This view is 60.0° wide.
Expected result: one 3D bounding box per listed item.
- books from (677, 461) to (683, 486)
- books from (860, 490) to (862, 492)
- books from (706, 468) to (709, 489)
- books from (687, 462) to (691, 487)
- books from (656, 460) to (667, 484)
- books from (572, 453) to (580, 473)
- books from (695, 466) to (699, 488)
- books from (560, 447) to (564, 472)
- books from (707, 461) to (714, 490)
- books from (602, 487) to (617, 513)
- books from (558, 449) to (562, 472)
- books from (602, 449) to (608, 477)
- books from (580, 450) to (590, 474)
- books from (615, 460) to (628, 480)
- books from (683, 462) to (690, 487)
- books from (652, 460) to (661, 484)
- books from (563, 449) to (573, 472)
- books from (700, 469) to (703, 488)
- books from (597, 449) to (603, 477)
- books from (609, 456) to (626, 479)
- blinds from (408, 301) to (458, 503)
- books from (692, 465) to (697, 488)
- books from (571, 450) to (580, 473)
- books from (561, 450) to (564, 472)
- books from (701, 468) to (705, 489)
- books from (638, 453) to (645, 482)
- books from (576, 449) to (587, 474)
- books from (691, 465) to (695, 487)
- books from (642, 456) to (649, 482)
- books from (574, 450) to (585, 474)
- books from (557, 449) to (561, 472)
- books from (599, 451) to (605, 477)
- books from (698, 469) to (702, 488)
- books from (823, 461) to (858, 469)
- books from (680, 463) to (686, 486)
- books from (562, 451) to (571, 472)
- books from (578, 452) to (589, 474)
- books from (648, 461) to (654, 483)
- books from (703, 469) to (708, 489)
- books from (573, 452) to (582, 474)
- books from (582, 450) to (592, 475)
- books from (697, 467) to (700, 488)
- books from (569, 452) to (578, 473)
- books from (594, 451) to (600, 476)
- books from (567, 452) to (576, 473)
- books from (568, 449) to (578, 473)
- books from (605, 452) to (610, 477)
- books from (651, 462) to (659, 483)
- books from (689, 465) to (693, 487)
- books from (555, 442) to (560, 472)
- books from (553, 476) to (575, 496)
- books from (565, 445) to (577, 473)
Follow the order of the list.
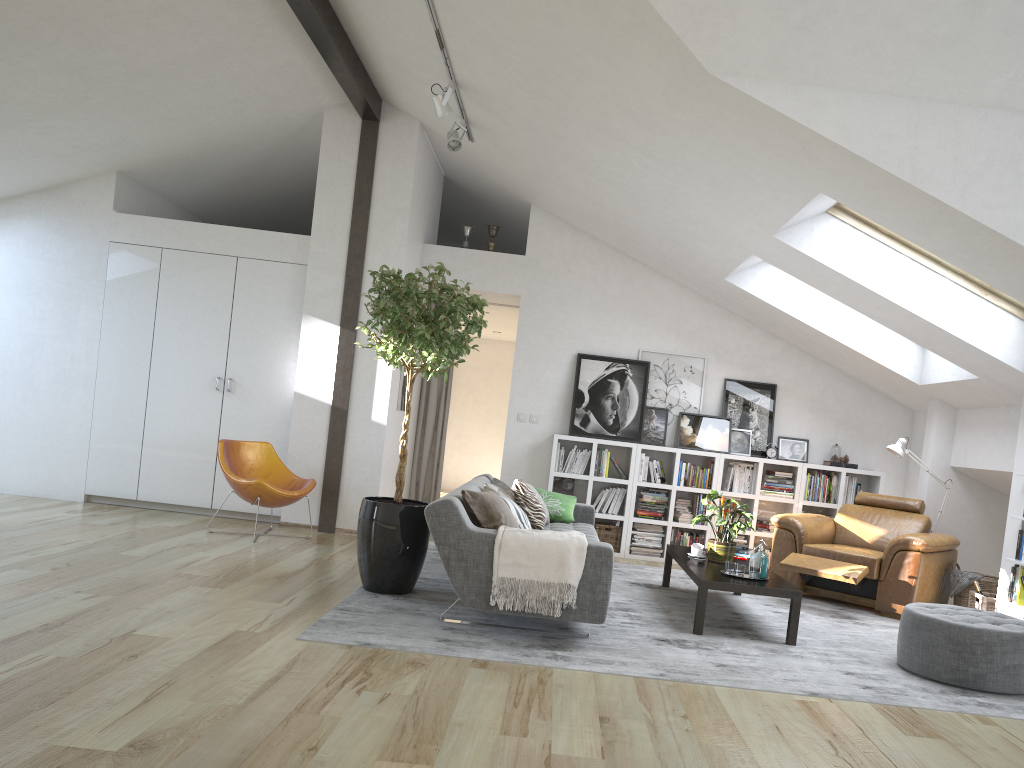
[{"bbox_3d":[1.537,0.820,8.186,0.033,0.232,0.140,7,1,3],"label":"books"},{"bbox_3d":[3.222,1.051,8.190,0.067,0.149,0.098,7,0,2],"label":"books"},{"bbox_3d":[1.793,0.872,8.174,0.013,0.189,0.107,7,1,3],"label":"books"},{"bbox_3d":[1.625,0.834,8.188,0.016,0.225,0.127,7,1,3],"label":"books"},{"bbox_3d":[1.367,0.809,8.167,0.120,0.219,0.149,7,0,2],"label":"books"},{"bbox_3d":[0.588,0.724,8.162,0.063,0.201,0.130,7,0,2],"label":"books"},{"bbox_3d":[1.697,0.855,8.190,0.017,0.201,0.128,7,1,3],"label":"books"},{"bbox_3d":[0.457,0.694,8.184,0.011,0.231,0.129,7,1,3],"label":"books"},{"bbox_3d":[1.824,0.839,8.190,0.033,0.261,0.140,7,1,3],"label":"books"},{"bbox_3d":[0.898,1.076,8.235,0.117,0.247,0.181,7,0,2],"label":"books"},{"bbox_3d":[0.444,0.704,8.177,0.012,0.207,0.130,7,1,3],"label":"books"},{"bbox_3d":[0.853,0.736,8.188,0.026,0.276,0.210,7,0,3],"label":"books"},{"bbox_3d":[0.673,0.720,8.172,0.073,0.229,0.148,7,0,2],"label":"books"},{"bbox_3d":[1.004,0.788,8.170,0.145,0.169,0.132,7,0,1],"label":"books"},{"bbox_3d":[1.599,0.833,8.186,0.035,0.221,0.136,7,1,3],"label":"books"},{"bbox_3d":[1.328,0.806,8.167,0.096,0.214,0.140,7,0,2],"label":"books"},{"bbox_3d":[0.517,0.702,8.158,0.069,0.225,0.129,7,1,2],"label":"books"},{"bbox_3d":[1.737,0.873,8.178,0.014,0.172,0.110,7,1,3],"label":"books"},{"bbox_3d":[0.802,0.722,8.170,0.025,0.255,0.156,7,1,3],"label":"books"},{"bbox_3d":[0.970,0.772,8.172,0.170,0.196,0.164,7,0,1],"label":"books"},{"bbox_3d":[-1.041,0.241,9.137,0.828,2.275,0.139,6,2,-3],"label":"blinds"},{"bbox_3d":[1.677,0.849,8.191,0.023,0.208,0.134,7,0,3],"label":"books"},{"bbox_3d":[0.582,0.711,8.167,0.069,0.225,0.129,7,1,2],"label":"books"},{"bbox_3d":[0.466,0.707,8.180,0.011,0.206,0.130,7,1,3],"label":"books"},{"bbox_3d":[1.753,0.868,8.179,0.016,0.188,0.120,7,1,3],"label":"books"},{"bbox_3d":[1.184,0.764,8.174,0.038,0.256,0.188,7,0,3],"label":"books"},{"bbox_3d":[0.640,0.713,8.180,0.083,0.237,0.146,7,1,2],"label":"books"},{"bbox_3d":[1.656,0.850,8.184,0.016,0.201,0.128,7,1,3],"label":"books"},{"bbox_3d":[1.224,0.782,8.186,0.042,0.234,0.170,7,0,3],"label":"books"},{"bbox_3d":[0.620,0.715,8.180,0.073,0.229,0.148,7,0,2],"label":"books"},{"bbox_3d":[0.432,0.704,8.185,0.012,0.206,0.130,7,1,3],"label":"books"},{"bbox_3d":[0.828,0.733,8.177,0.027,0.242,0.168,7,0,3],"label":"books"},{"bbox_3d":[1.723,0.872,8.176,0.014,0.172,0.110,7,1,3],"label":"books"},{"bbox_3d":[3.053,0.752,8.256,0.266,0.046,0.194,7,-2,-3],"label":"books"},{"bbox_3d":[1.567,0.832,8.183,0.028,0.216,0.139,7,0,3],"label":"books"},{"bbox_3d":[0.501,0.714,8.161,0.063,0.201,0.130,7,0,2],"label":"books"},{"bbox_3d":[0.656,0.724,8.177,0.073,0.218,0.141,7,0,2],"label":"books"},{"bbox_3d":[1.278,0.808,8.161,0.073,0.195,0.141,7,0,2],"label":"books"},{"bbox_3d":[1.773,0.872,8.173,0.025,0.183,0.106,7,1,3],"label":"books"},{"bbox_3d":[0.602,0.722,8.169,0.068,0.209,0.135,7,0,2],"label":"books"},{"bbox_3d":[0.686,0.721,8.159,0.073,0.229,0.148,7,0,2],"label":"books"},{"bbox_3d":[1.711,0.860,8.182,0.014,0.193,0.109,7,1,3],"label":"books"},{"bbox_3d":[0.567,0.721,8.160,0.063,0.202,0.130,7,1,2],"label":"books"},{"bbox_3d":[0.776,0.729,8.171,0.027,0.236,0.170,7,0,3],"label":"books"},{"bbox_3d":[0.544,0.719,8.167,0.063,0.201,0.130,7,0,2],"label":"books"},{"bbox_3d":[0.561,0.708,8.179,0.073,0.229,0.148,7,0,2],"label":"books"},{"bbox_3d":[0.876,0.740,8.181,0.025,0.237,0.170,7,0,3],"label":"books"},{"bbox_3d":[1.307,0.814,8.160,0.089,0.192,0.141,7,0,2],"label":"books"},{"bbox_3d":[1.640,0.848,8.182,0.017,0.201,0.128,7,1,3],"label":"books"},{"bbox_3d":[0.419,0.671,8.183,0.023,0.268,0.142,7,1,3],"label":"books"},{"bbox_3d":[0.478,1.011,8.294,0.190,0.275,0.095,7,1,0],"label":"books"},{"bbox_3d":[0.540,0.688,8.166,0.088,0.264,0.142,7,1,2],"label":"books"}]
